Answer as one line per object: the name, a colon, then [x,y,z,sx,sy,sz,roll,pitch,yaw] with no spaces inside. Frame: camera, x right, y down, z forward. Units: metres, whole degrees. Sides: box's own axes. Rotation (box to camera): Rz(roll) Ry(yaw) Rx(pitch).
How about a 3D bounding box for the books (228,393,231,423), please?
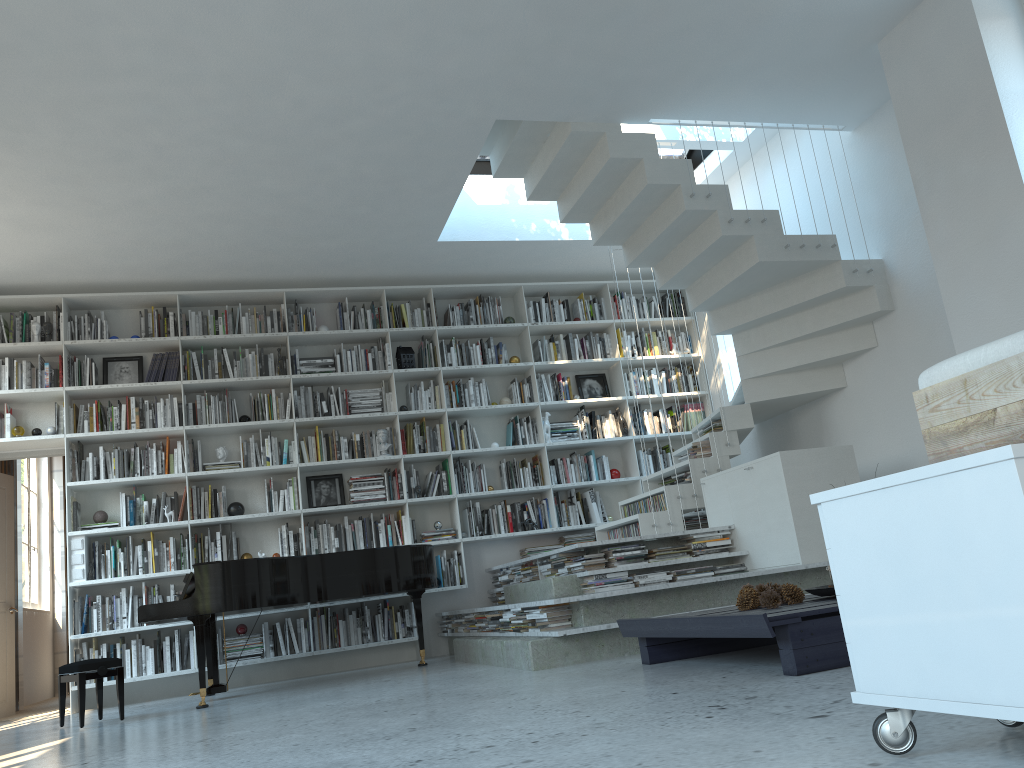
books: [-2.303,0.228,7.236,0.004,0.283,0.167,-4,-14,-17]

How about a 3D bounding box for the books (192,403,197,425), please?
books: [-2.559,0.278,7.160,0.024,0.219,0.140,-4,-14,-18]

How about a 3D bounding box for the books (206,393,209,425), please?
books: [-2.460,0.233,7.168,0.010,0.283,0.184,-4,-14,-18]

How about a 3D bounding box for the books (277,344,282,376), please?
books: [-1.953,-0.161,7.435,0.058,0.302,0.175,-4,-14,-18]

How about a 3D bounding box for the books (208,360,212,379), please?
books: [-2.474,-0.078,7.268,0.024,0.201,0.154,-4,-14,-18]

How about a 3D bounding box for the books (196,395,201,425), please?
books: [-2.523,0.241,7.159,0.026,0.279,0.151,-4,-14,-18]

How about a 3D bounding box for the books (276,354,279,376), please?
books: [-1.965,-0.141,7.426,0.055,0.263,0.167,-4,-14,-18]

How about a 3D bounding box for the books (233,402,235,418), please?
books: [-2.266,0.263,7.245,0.004,0.209,0.132,-4,-14,-17]

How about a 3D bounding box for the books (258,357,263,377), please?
books: [-2.098,-0.105,7.396,0.024,0.213,0.150,-4,-14,-18]

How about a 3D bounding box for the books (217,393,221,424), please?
books: [-2.377,0.232,7.202,0.011,0.278,0.169,-4,-14,-18]

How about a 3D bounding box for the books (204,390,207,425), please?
books: [-2.478,0.223,7.189,0.011,0.316,0.155,-4,-14,-18]

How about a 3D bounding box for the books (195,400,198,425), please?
books: [-2.540,0.263,7.155,0.012,0.239,0.134,-4,-14,-18]

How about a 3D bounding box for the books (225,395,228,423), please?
books: [-2.321,0.238,7.221,0.010,0.261,0.158,-4,-14,-18]

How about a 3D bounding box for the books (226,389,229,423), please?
books: [-2.321,0.215,7.241,0.005,0.315,0.157,-4,-14,-18]

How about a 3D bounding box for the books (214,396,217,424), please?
books: [-2.407,0.245,7.200,0.010,0.261,0.170,-4,-14,-18]

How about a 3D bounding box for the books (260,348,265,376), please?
books: [-2.082,-0.142,7.414,0.022,0.290,0.147,-4,-14,-18]

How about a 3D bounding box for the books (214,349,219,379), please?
books: [-2.428,-0.127,7.288,0.023,0.292,0.156,-4,-14,-18]

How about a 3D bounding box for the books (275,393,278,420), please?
books: [-1.952,0.219,7.341,0.010,0.256,0.140,-4,-14,-18]

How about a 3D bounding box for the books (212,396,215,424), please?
books: [-2.411,0.244,7.174,0.012,0.251,0.184,-4,-14,-18]

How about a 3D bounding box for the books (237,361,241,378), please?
books: [-2.255,-0.082,7.328,0.028,0.179,0.168,-4,-14,-18]

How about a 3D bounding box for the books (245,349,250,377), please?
books: [-2.196,-0.135,7.373,0.026,0.285,0.138,-4,-14,-18]

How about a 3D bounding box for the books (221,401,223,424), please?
books: [-2.358,0.261,7.219,0.011,0.226,0.130,-4,-14,-18]

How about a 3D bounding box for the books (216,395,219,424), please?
books: [-2.383,0.240,7.191,0.009,0.260,0.181,-4,-14,-17]

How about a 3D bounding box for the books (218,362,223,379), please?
books: [-2.396,-0.072,7.293,0.034,0.180,0.160,-4,-14,-18]

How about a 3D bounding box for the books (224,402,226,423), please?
books: [-2.337,0.265,7.230,0.012,0.216,0.133,-4,-14,-18]

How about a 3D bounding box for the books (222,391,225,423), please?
books: [-2.346,0.224,7.211,0.011,0.291,0.177,-4,-14,-18]

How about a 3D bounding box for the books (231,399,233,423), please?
books: [-2.288,0.254,7.250,0.009,0.236,0.135,-4,-14,-18]

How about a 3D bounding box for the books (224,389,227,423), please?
books: [-2.333,0.212,7.232,0.004,0.320,0.153,-4,-14,-18]

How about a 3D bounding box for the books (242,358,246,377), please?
books: [-2.228,-0.093,7.367,0.024,0.212,0.128,-4,-14,-18]

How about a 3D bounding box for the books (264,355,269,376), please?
books: [-2.047,-0.114,7.395,0.030,0.217,0.183,-4,-14,-18]

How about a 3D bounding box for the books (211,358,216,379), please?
books: [-2.448,-0.090,7.272,0.029,0.218,0.158,-4,-14,-18]

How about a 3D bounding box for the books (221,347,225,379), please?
books: [-2.385,-0.136,7.322,0.013,0.314,0.135,-4,-14,-18]

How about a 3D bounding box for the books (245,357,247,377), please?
books: [-2.204,-0.099,7.347,0.010,0.208,0.174,-4,-14,-18]

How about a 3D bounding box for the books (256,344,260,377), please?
books: [-2.115,-0.157,7.383,0.011,0.312,0.184,-4,-14,-18]

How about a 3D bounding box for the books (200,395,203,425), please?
books: [-2.504,0.241,7.161,0.012,0.275,0.157,-4,-14,-18]

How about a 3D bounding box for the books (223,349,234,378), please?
books: [-2.334,-0.131,7.309,0.075,0.285,0.179,-4,-14,-18]

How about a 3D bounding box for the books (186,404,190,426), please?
books: [-2.598,0.280,7.122,0.015,0.207,0.186,-4,-14,-18]

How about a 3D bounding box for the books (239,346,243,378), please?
books: [-2.244,-0.145,7.348,0.012,0.307,0.145,-4,-14,-18]

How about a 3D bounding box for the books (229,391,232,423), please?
books: [-2.291,0.221,7.222,0.011,0.286,0.189,-4,-14,-18]

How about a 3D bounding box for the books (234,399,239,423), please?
books: [-2.250,0.250,7.245,0.031,0.231,0.148,-4,-14,-18]

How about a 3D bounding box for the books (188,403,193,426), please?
books: [-2.586,0.277,7.154,0.029,0.224,0.137,-4,-14,-18]

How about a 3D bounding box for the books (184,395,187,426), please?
books: [-2.621,0.248,7.143,0.012,0.284,0.160,-4,-14,-18]

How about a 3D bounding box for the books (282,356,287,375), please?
books: [-1.913,-0.113,7.461,0.028,0.211,0.135,-4,-14,-18]

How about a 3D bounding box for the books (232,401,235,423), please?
books: [-2.275,0.260,7.245,0.012,0.217,0.151,-4,-14,-18]

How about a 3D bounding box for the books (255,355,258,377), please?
books: [-2.124,-0.114,7.379,0.013,0.230,0.142,-4,-14,-18]

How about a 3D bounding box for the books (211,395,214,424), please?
books: [-2.421,0.239,7.170,0.009,0.262,0.190,-4,-14,-17]

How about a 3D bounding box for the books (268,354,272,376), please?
books: [-2.024,-0.117,7.406,0.022,0.222,0.161,-4,-14,-18]

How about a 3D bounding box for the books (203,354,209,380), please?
books: [-2.498,-0.099,7.252,0.031,0.241,0.182,-4,-14,-18]

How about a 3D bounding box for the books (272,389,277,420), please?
books: [-1.967,0.205,7.332,0.022,0.284,0.190,-4,-14,-18]

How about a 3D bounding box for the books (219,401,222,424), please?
books: [-2.360,0.263,7.190,0.011,0.208,0.181,-4,-14,-18]

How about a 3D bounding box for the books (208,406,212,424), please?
books: [-2.440,0.283,7.179,0.029,0.186,0.149,-4,-14,-18]

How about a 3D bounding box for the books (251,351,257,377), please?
books: [-2.147,-0.126,7.380,0.028,0.260,0.136,-4,-14,-18]

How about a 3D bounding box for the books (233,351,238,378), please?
books: [-2.288,-0.120,7.336,0.027,0.264,0.169,-4,-14,-18]

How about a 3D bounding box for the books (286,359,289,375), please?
books: [-1.892,-0.104,7.472,0.019,0.193,0.098,-4,-14,-18]

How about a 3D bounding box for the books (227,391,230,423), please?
books: [-2.316,0.207,7.242,0.005,0.330,0.162,-4,-14,-18]

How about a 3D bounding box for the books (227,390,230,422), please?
books: [-2.309,0.218,7.239,0.005,0.304,0.163,-4,-14,-18]

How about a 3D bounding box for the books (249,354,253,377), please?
books: [-2.163,-0.113,7.352,0.021,0.225,0.192,-4,-14,-18]

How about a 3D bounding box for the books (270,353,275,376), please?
books: [-2.007,-0.121,7.429,0.024,0.236,0.153,-4,-14,-18]

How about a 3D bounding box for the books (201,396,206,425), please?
books: [-2.487,0.247,7.166,0.024,0.261,0.178,-4,-14,-18]

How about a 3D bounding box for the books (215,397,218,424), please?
books: [-2.397,0.247,7.202,0.011,0.255,0.152,-4,-14,-18]
